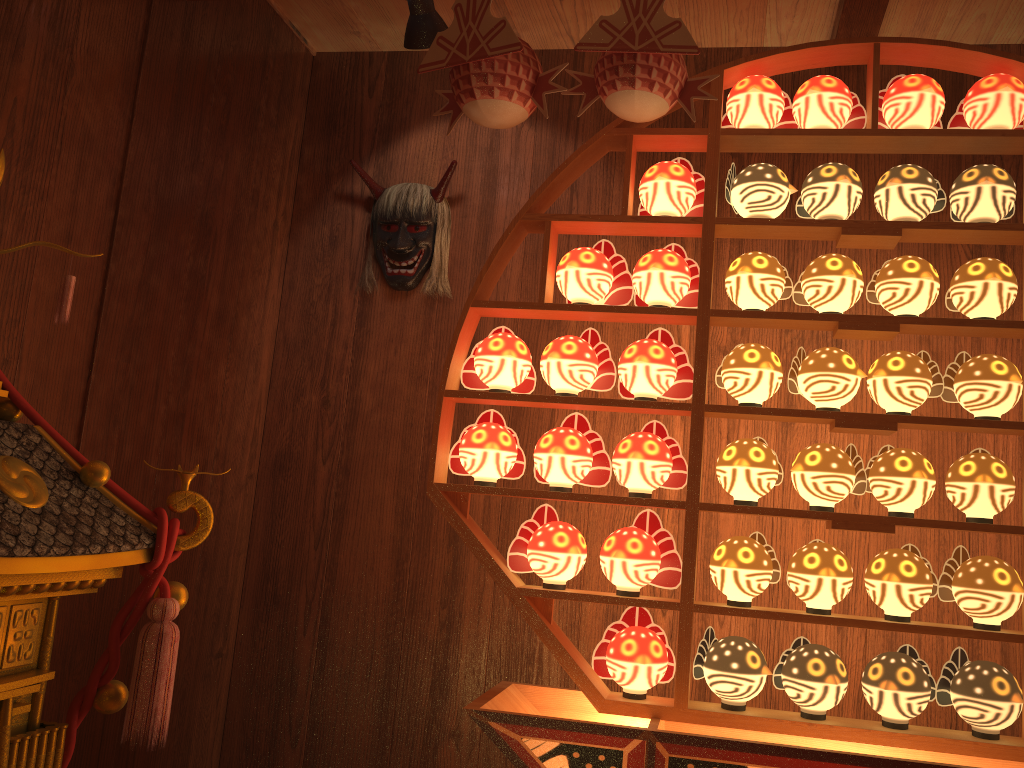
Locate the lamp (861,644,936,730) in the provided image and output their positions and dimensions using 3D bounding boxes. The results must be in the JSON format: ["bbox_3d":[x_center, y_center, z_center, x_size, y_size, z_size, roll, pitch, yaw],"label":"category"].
[{"bbox_3d":[0.813,0.643,1.880,0.134,0.167,0.162,-3,-12,42],"label":"lamp"}]

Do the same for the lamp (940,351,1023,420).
[{"bbox_3d":[1.056,0.000,1.949,0.142,0.173,0.153,8,-9,-18],"label":"lamp"}]

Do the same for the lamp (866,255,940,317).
[{"bbox_3d":[0.903,-0.224,2.010,0.141,0.167,0.155,6,-9,-8],"label":"lamp"}]

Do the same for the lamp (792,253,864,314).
[{"bbox_3d":[0.742,-0.229,2.037,0.141,0.161,0.155,6,-9,-8],"label":"lamp"}]

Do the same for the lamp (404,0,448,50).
[{"bbox_3d":[-0.224,-0.982,2.398,0.136,0.177,0.174,5,-9,-2],"label":"lamp"}]

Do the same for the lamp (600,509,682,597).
[{"bbox_3d":[0.266,0.380,2.010,0.194,0.200,0.162,-1,-11,36],"label":"lamp"}]

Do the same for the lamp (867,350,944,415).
[{"bbox_3d":[0.865,-0.006,1.990,0.161,0.167,0.135,9,-9,-23],"label":"lamp"}]

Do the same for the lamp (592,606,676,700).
[{"bbox_3d":[0.281,0.600,1.975,0.194,0.198,0.157,5,-9,1],"label":"lamp"}]

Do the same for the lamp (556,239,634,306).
[{"bbox_3d":[0.173,-0.279,2.142,0.194,0.200,0.162,-1,-11,36],"label":"lamp"}]

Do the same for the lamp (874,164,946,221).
[{"bbox_3d":[0.908,-0.441,2.051,0.162,0.167,0.134,12,-11,-38],"label":"lamp"}]

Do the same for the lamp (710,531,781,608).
[{"bbox_3d":[0.506,0.410,1.970,0.134,0.167,0.162,-3,-12,42],"label":"lamp"}]

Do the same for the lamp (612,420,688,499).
[{"bbox_3d":[0.299,0.168,2.042,0.178,0.192,0.161,1,-10,26],"label":"lamp"}]

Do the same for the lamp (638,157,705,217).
[{"bbox_3d":[0.375,-0.486,2.141,0.195,0.200,0.161,1,-10,26],"label":"lamp"}]

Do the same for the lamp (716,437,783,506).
[{"bbox_3d":[0.530,0.193,2.001,0.135,0.167,0.161,0,-10,32],"label":"lamp"}]

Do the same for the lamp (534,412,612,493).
[{"bbox_3d":[0.119,0.154,2.074,0.196,0.200,0.160,2,-9,21],"label":"lamp"}]

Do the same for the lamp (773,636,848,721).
[{"bbox_3d":[0.656,0.638,1.905,0.141,0.161,0.155,6,-9,-8],"label":"lamp"}]

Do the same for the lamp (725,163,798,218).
[{"bbox_3d":[0.602,-0.456,2.111,0.153,0.167,0.143,1,-10,27],"label":"lamp"}]

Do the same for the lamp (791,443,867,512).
[{"bbox_3d":[0.689,0.205,1.980,0.159,0.161,0.137,7,-9,-13],"label":"lamp"}]

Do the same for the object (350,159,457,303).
[{"bbox_3d":[-0.345,-0.472,2.800,0.359,0.454,0.139,3,-9,10],"label":"object"}]

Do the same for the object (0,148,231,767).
[{"bbox_3d":[-0.878,0.384,1.237,0.599,1.516,0.818,3,-9,12],"label":"object"}]

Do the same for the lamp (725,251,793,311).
[{"bbox_3d":[0.565,-0.241,2.071,0.134,0.167,0.162,-3,-12,42],"label":"lamp"}]

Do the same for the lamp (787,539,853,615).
[{"bbox_3d":[0.675,0.421,1.936,0.137,0.161,0.159,3,-9,12],"label":"lamp"}]

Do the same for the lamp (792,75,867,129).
[{"bbox_3d":[0.737,-0.674,2.117,0.164,0.179,0.162,-3,-12,42],"label":"lamp"}]

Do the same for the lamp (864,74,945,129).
[{"bbox_3d":[0.947,-0.674,2.078,0.200,0.200,0.157,5,-9,1],"label":"lamp"}]

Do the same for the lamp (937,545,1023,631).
[{"bbox_3d":[1.018,0.435,1.880,0.143,0.173,0.153,9,-9,-23],"label":"lamp"}]

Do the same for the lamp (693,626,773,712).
[{"bbox_3d":[0.497,0.627,1.937,0.151,0.167,0.144,-3,-12,41],"label":"lamp"}]

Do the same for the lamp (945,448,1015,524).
[{"bbox_3d":[1.014,0.216,1.916,0.136,0.173,0.161,1,-10,27],"label":"lamp"}]

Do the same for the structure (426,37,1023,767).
[{"bbox_3d":[0.768,0.276,1.949,1.937,2.197,0.495,3,-9,10],"label":"structure"}]

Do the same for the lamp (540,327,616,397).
[{"bbox_3d":[0.132,-0.059,2.111,0.175,0.192,0.162,-3,-12,41],"label":"lamp"}]

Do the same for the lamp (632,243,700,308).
[{"bbox_3d":[0.355,-0.267,2.107,0.184,0.195,0.161,1,-10,26],"label":"lamp"}]

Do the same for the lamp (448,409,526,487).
[{"bbox_3d":[-0.055,0.147,2.104,0.190,0.195,0.156,5,-9,-3],"label":"lamp"}]

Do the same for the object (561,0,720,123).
[{"bbox_3d":[0.285,-0.723,1.949,0.343,0.306,0.218,3,-9,11],"label":"object"}]

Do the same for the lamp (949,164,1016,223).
[{"bbox_3d":[1.073,-0.435,2.017,0.136,0.173,0.161,1,-10,27],"label":"lamp"}]

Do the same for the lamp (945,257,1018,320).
[{"bbox_3d":[1.058,-0.218,1.982,0.137,0.173,0.160,2,-9,17],"label":"lamp"}]

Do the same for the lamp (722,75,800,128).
[{"bbox_3d":[0.588,-0.693,2.140,0.196,0.200,0.160,2,-9,21],"label":"lamp"}]

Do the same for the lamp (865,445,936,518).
[{"bbox_3d":[0.861,0.210,1.943,0.140,0.167,0.156,5,-9,-3],"label":"lamp"}]

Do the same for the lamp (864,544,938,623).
[{"bbox_3d":[0.833,0.428,1.913,0.134,0.167,0.162,-3,-12,42],"label":"lamp"}]

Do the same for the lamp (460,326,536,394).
[{"bbox_3d":[-0.020,-0.065,2.135,0.191,0.187,0.155,6,-9,-8],"label":"lamp"}]

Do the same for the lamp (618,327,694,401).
[{"bbox_3d":[0.317,-0.053,2.077,0.195,0.200,0.161,1,-10,26],"label":"lamp"}]

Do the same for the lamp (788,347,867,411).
[{"bbox_3d":[0.728,-0.011,2.008,0.151,0.161,0.144,-3,-12,41],"label":"lamp"}]

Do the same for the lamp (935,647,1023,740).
[{"bbox_3d":[0.999,0.651,1.849,0.143,0.173,0.153,9,-9,-23],"label":"lamp"}]

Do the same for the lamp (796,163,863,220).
[{"bbox_3d":[0.751,-0.447,2.072,0.139,0.161,0.157,5,-9,2],"label":"lamp"}]

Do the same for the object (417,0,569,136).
[{"bbox_3d":[-0.034,-0.732,1.996,0.353,0.311,0.246,-2,-11,37],"label":"object"}]

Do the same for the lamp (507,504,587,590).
[{"bbox_3d":[0.110,0.376,2.044,0.191,0.194,0.152,9,-10,-28],"label":"lamp"}]

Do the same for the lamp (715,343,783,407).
[{"bbox_3d":[0.554,-0.025,2.030,0.141,0.167,0.155,6,-9,-8],"label":"lamp"}]

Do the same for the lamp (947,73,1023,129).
[{"bbox_3d":[1.121,-0.658,2.046,0.186,0.188,0.160,2,-9,16],"label":"lamp"}]
